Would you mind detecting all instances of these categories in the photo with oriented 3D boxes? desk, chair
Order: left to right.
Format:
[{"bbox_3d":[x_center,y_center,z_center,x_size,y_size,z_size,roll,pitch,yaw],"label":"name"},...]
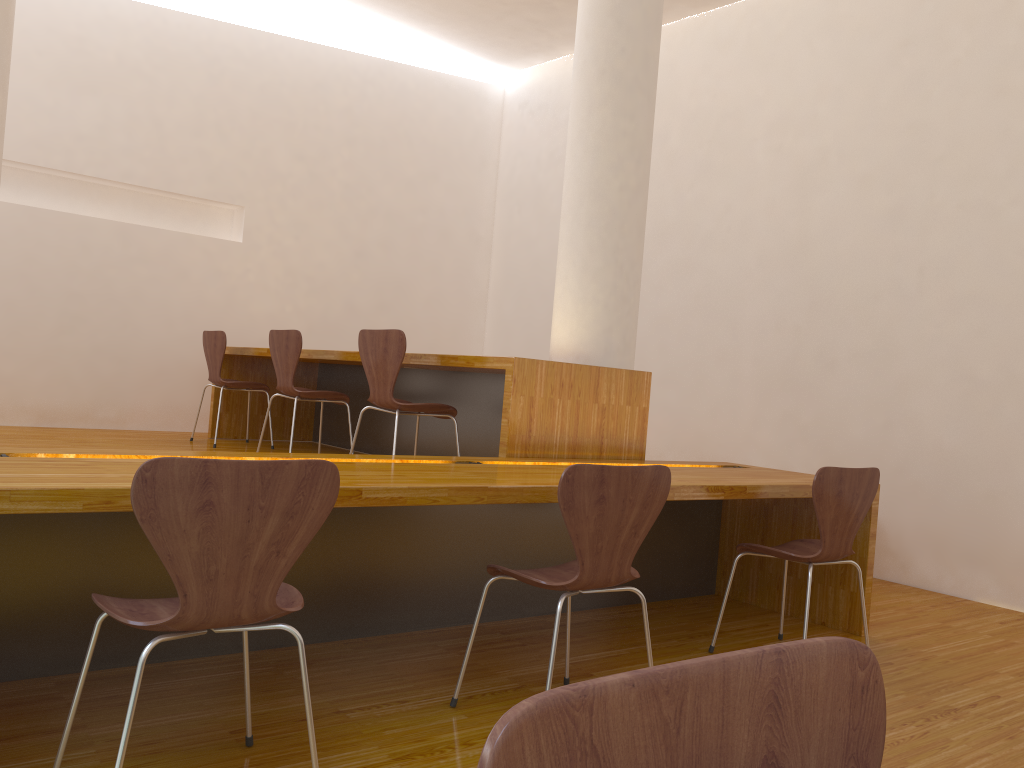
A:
[{"bbox_3d":[-0.618,0.473,1.756,0.428,0.693,0.381,5,0,-38],"label":"chair"},{"bbox_3d":[-1.707,0.034,5.489,0.381,0.693,0.428,5,0,-38],"label":"chair"},{"bbox_3d":[-1.046,0.083,4.587,0.381,0.693,0.428,5,0,-38],"label":"chair"},{"bbox_3d":[-0.701,0.151,4.831,0.760,0.606,3.185,5,0,-38],"label":"desk"},{"bbox_3d":[-0.446,0.128,3.824,0.381,0.693,0.428,5,0,-38],"label":"chair"},{"bbox_3d":[-0.038,0.575,2.839,3.185,0.606,0.760,5,0,-38],"label":"desk"},{"bbox_3d":[0.142,0.539,2.357,0.428,0.693,0.381,5,0,-38],"label":"chair"},{"bbox_3d":[0.993,0.613,3.080,0.428,0.693,0.381,5,0,-38],"label":"chair"},{"bbox_3d":[0.210,0.533,0.438,0.428,0.693,0.381,5,0,-38],"label":"chair"}]
